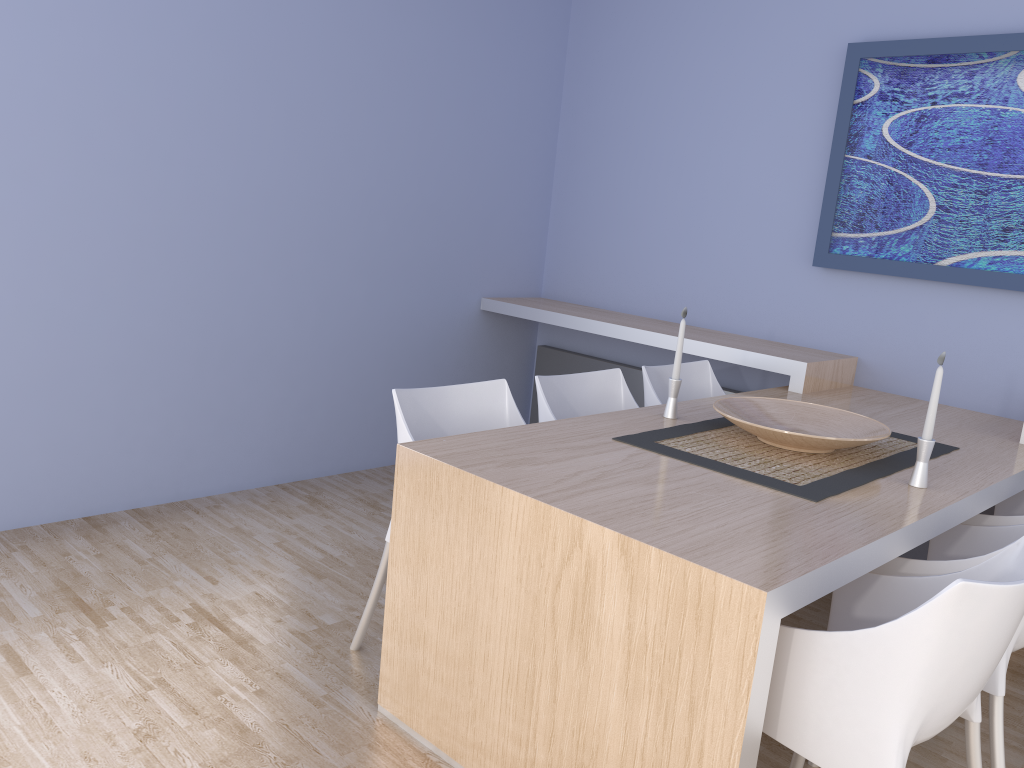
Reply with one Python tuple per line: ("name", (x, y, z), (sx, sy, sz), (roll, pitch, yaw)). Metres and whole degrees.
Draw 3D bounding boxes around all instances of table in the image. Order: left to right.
("table", (0.858, 0.517, 2.725), (1.002, 0.718, 2.340), (16, 15, 43))

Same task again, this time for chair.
("chair", (-0.094, 0.419, 2.546), (0.486, 0.793, 0.510), (16, 15, 43))
("chair", (0.308, 0.379, 2.954), (0.486, 0.793, 0.510), (16, 15, 43))
("chair", (0.710, 0.339, 3.362), (0.486, 0.793, 0.510), (16, 15, 43))
("chair", (0.717, 0.652, 1.769), (0.486, 0.793, 0.510), (16, 15, 43))
("chair", (1.134, 0.611, 2.192), (0.510, 0.793, 0.486), (-5, 16, -45))
("chair", (1.546, 0.570, 2.609), (0.486, 0.793, 0.510), (16, 15, 43))

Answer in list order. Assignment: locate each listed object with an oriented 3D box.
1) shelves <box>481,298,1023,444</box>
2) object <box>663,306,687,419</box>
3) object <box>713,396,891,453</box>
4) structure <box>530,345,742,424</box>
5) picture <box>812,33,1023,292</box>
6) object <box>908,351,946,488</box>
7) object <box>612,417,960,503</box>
("shelves", (1.331, 0.336, 3.565), (3.901, 0.840, 0.463), (16, 15, 43))
("object", (0.511, -0.067, 2.735), (0.045, 0.349, 0.045), (5, 11, -5))
("object", (0.828, 0.131, 2.570), (0.493, 0.081, 0.493), (0, 12, -27))
("structure", (1.496, 0.420, 3.665), (3.843, 0.503, 0.064), (16, 15, 43))
("picture", (1.776, -0.814, 3.269), (1.252, 0.901, 0.049), (16, 15, 43))
("object", (1.048, 0.088, 2.220), (0.045, 0.349, 0.045), (16, 15, 43))
("object", (0.825, 0.173, 2.574), (0.594, 0.005, 0.986), (16, 15, 42))
